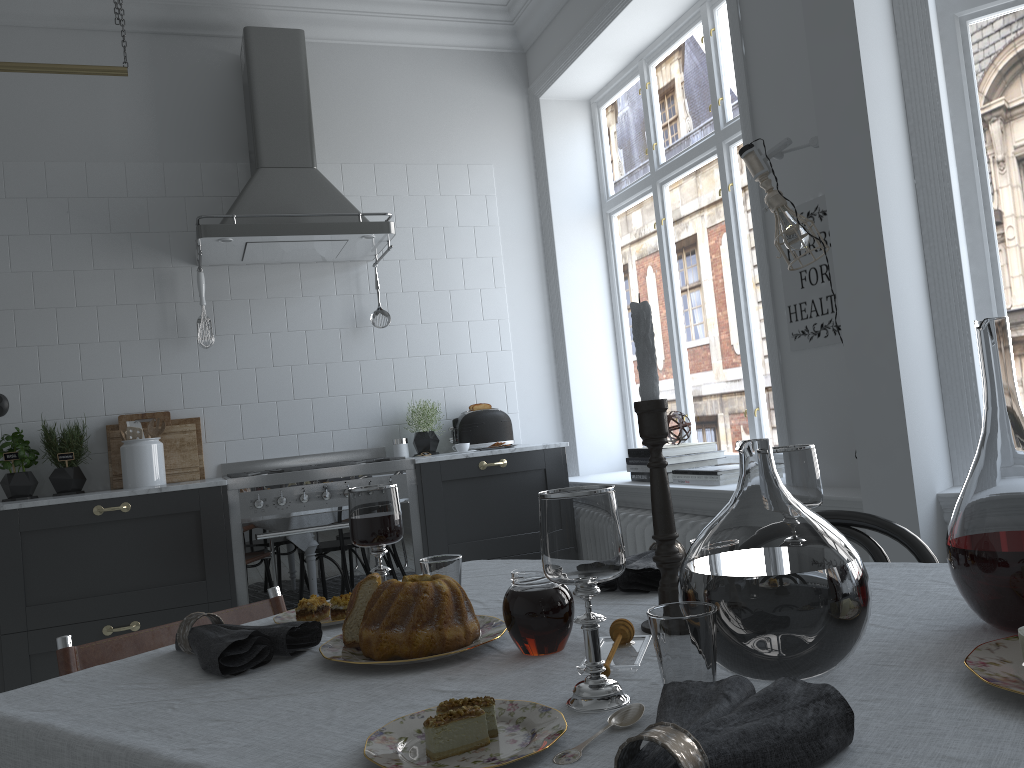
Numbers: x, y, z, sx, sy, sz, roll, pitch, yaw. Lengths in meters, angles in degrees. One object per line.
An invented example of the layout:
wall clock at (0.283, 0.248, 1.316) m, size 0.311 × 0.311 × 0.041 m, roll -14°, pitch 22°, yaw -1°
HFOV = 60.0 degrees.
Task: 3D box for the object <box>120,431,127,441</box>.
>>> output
object at (-1.641, 0.322, 3.857) m, size 0.117 × 0.251 × 0.061 m, roll -6°, pitch -3°, yaw 10°

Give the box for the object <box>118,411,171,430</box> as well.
object at (-1.650, 0.295, 4.009) m, size 0.220 × 0.330 × 0.041 m, roll -5°, pitch -3°, yaw -20°

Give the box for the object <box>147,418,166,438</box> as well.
object at (-1.596, 0.299, 3.921) m, size 0.131 × 0.296 × 0.056 m, roll -3°, pitch -4°, yaw -41°

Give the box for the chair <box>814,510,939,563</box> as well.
chair at (0.492, 0.694, 1.431) m, size 0.463 × 0.909 × 0.564 m, roll -8°, pitch -3°, yaw 33°

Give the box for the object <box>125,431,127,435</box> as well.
object at (-1.633, 0.324, 3.905) m, size 0.118 × 0.250 × 0.033 m, roll -5°, pitch -3°, yaw -20°

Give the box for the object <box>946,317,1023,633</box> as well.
object at (0.565, 0.100, 1.004) m, size 0.152 × 0.352 × 0.152 m, roll -8°, pitch -3°, yaw 31°

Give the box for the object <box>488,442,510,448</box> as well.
object at (-0.067, 0.290, 4.200) m, size 0.119 × 0.031 × 0.074 m, roll -7°, pitch -3°, yaw 13°

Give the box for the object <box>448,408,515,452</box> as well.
object at (-0.159, 0.226, 4.461) m, size 0.326 × 0.207 × 0.219 m, roll -5°, pitch -3°, yaw -15°

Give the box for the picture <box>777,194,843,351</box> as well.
picture at (0.952, -0.347, 2.801) m, size 0.003 × 0.457 × 0.311 m, roll -5°, pitch -3°, yaw -20°

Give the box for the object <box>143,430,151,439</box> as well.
object at (-1.602, 0.322, 3.920) m, size 0.114 × 0.247 × 0.050 m, roll -8°, pitch -3°, yaw 35°

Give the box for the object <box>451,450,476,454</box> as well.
object at (-0.224, 0.313, 4.062) m, size 0.126 × 0.008 × 0.126 m, roll -6°, pitch -3°, yaw 7°

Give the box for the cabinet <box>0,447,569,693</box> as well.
cabinet at (-1.612, 0.969, 3.672) m, size 3.897 × 1.012 × 0.646 m, roll -5°, pitch -3°, yaw -20°

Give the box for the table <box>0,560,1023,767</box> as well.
table at (0.435, 0.704, 0.923) m, size 2.179 × 0.842 × 1.210 m, roll -8°, pitch -4°, yaw 37°

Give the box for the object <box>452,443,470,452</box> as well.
object at (-0.227, 0.293, 4.062) m, size 0.072 × 0.040 × 0.070 m, roll -4°, pitch -3°, yaw -28°

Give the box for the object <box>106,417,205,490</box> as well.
object at (-1.624, 0.315, 4.050) m, size 0.400 × 0.290 × 0.030 m, roll -5°, pitch -3°, yaw -20°

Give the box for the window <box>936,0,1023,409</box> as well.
window at (2.224, -0.856, 2.157) m, size 2.079 × 2.080 × 0.061 m, roll -8°, pitch -3°, yaw 32°

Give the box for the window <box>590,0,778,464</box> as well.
window at (0.847, -0.621, 4.024) m, size 0.061 × 2.080 × 1.716 m, roll -5°, pitch -3°, yaw -20°

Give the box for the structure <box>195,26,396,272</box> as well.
structure at (-1.050, -1.104, 4.093) m, size 0.843 × 1.079 × 0.567 m, roll -5°, pitch -3°, yaw -20°

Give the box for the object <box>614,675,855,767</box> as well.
object at (0.171, 0.270, 0.667) m, size 0.165 × 0.061 × 0.247 m, roll -7°, pitch -3°, yaw 19°

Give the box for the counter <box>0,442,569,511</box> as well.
counter at (-1.669, 0.457, 3.708) m, size 3.902 × 0.020 × 0.624 m, roll -5°, pitch -3°, yaw -20°

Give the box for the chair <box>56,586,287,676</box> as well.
chair at (-0.409, 0.829, 1.548) m, size 0.593 × 0.837 × 0.546 m, roll -8°, pitch -4°, yaw 41°

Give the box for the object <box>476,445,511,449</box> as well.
object at (-0.093, 0.296, 4.152) m, size 0.209 × 0.008 × 0.018 m, roll -7°, pitch -3°, yaw 15°

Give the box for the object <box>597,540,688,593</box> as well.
object at (0.208, 0.309, 1.524) m, size 0.165 × 0.061 × 0.247 m, roll -7°, pitch -3°, yaw 19°

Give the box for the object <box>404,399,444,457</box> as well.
object at (-0.428, 0.210, 4.364) m, size 0.210 × 0.283 × 0.220 m, roll -6°, pitch -3°, yaw -7°

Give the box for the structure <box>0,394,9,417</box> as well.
structure at (-2.232, 0.092, 3.854) m, size 0.079 × 0.103 × 0.032 m, roll -5°, pitch -3°, yaw -20°

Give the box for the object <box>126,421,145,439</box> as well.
object at (-1.620, 0.301, 3.882) m, size 0.141 × 0.290 × 0.064 m, roll -9°, pitch -4°, yaw 44°

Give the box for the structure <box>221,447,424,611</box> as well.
structure at (-0.835, 0.861, 3.958) m, size 0.779 × 1.096 × 0.651 m, roll -5°, pitch -3°, yaw -20°

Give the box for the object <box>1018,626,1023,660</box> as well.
object at (0.509, 0.244, 0.805) m, size 0.100 × 0.056 × 0.056 m, roll -6°, pitch -3°, yaw -3°

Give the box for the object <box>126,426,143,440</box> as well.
object at (-1.640, 0.315, 3.832) m, size 0.054 × 0.262 × 0.149 m, roll -3°, pitch -4°, yaw -45°

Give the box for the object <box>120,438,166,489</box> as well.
object at (-1.610, 0.346, 3.871) m, size 0.174 × 0.208 × 0.174 m, roll -5°, pitch -3°, yaw -25°

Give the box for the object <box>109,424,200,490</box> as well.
object at (-1.607, 0.325, 3.996) m, size 0.360 × 0.261 × 0.053 m, roll -5°, pitch -3°, yaw -20°

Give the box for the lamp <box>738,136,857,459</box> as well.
lamp at (0.850, -0.239, 2.530) m, size 0.312 × 0.977 × 0.131 m, roll -9°, pitch -4°, yaw 44°

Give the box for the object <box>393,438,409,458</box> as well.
object at (-0.542, 0.315, 4.330) m, size 0.072 × 0.095 × 0.072 m, roll -7°, pitch -3°, yaw 25°

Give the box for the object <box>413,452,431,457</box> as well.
object at (-0.441, 0.340, 4.268) m, size 0.091 × 0.018 × 0.062 m, roll -5°, pitch -3°, yaw -23°

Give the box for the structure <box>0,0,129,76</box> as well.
structure at (-2.599, -1.520, 3.477) m, size 1.988 × 0.556 × 0.053 m, roll -5°, pitch -3°, yaw -20°

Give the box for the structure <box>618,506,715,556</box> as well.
structure at (0.556, 0.904, 3.760) m, size 0.245 × 0.753 × 1.673 m, roll -5°, pitch -3°, yaw -20°

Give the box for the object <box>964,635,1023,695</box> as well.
object at (0.546, 0.259, 0.791) m, size 0.251 × 0.018 × 0.251 m, roll -5°, pitch -3°, yaw -20°
